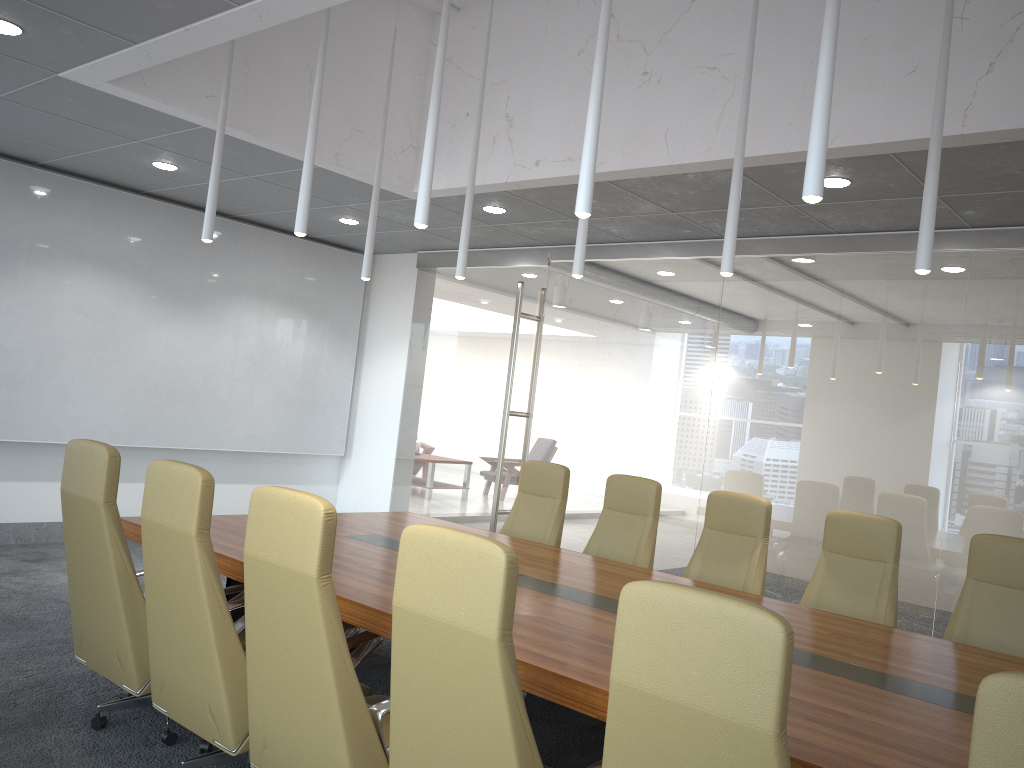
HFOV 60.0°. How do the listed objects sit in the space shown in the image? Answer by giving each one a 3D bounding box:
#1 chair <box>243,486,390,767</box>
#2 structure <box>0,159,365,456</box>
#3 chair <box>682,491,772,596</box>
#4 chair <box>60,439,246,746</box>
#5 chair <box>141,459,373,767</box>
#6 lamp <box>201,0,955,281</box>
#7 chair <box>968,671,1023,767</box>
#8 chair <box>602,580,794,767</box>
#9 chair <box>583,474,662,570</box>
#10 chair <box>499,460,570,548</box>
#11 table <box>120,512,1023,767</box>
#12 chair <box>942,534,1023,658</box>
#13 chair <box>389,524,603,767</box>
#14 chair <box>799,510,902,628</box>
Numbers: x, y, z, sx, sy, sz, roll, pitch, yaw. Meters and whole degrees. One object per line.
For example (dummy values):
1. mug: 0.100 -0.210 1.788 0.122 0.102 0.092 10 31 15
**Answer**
1. chair: -0.571 1.115 3.452 0.711 1.406 0.955 5 -2 41
2. structure: 1.092 -0.195 3.987 13.989 2.466 6.600 5 -2 41
3. chair: 1.123 1.365 5.414 0.711 1.406 0.955 5 -2 41
4. chair: -1.761 1.007 4.475 0.711 1.406 0.955 5 -2 41
5. chair: -1.158 1.062 3.957 0.711 1.406 0.955 5 -2 41
6. lamp: 1.242 -1.789 3.988 7.258 2.378 2.619 5 -2 41
7. chair: 1.266 1.281 1.874 0.711 1.406 0.955 5 -2 41
8. chair: 0.654 1.226 2.400 0.711 1.406 0.955 5 -2 41
9. chair: 0.511 1.310 5.940 0.711 1.406 0.955 5 -2 41
10. chair: -0.095 1.255 6.460 0.711 1.406 0.955 5 -2 41
11. table: 0.858 1.548 3.893 6.500 0.895 2.300 5 -2 41
12. chair: 2.330 1.475 4.377 0.711 1.406 0.955 5 -2 41
13. chair: 0.045 1.171 2.923 0.711 1.406 0.955 5 -2 41
14. chair: 1.724 1.420 4.897 0.711 1.406 0.955 5 -2 41
